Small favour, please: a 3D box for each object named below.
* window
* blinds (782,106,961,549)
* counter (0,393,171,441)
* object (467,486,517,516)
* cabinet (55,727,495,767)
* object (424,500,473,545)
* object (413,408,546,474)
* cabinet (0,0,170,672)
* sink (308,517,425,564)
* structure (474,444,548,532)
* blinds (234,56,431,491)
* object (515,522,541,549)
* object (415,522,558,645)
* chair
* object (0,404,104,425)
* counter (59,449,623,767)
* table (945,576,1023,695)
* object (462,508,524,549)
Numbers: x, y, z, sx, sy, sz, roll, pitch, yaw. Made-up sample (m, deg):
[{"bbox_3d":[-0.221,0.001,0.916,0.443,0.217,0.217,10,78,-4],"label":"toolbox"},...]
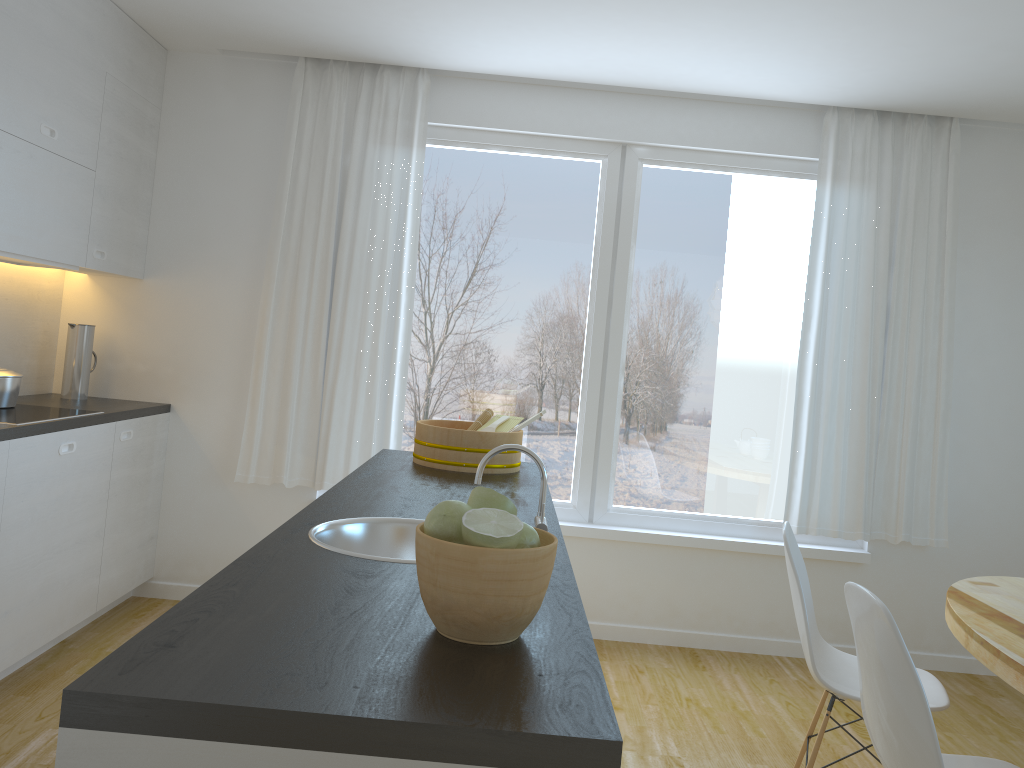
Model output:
[{"bbox_3d":[0.480,-0.261,4.490,2.726,1.921,0.088,5,-2,0],"label":"window"},{"bbox_3d":[1.808,-0.314,4.302,0.795,2.163,0.150,5,-2,0],"label":"blinds"},{"bbox_3d":[-1.981,0.125,3.368,0.600,0.040,2.000,5,2,0],"label":"counter"},{"bbox_3d":[-0.031,0.191,1.343,0.077,0.072,0.074,5,0,25],"label":"object"},{"bbox_3d":[-0.230,0.806,2.130,0.600,0.910,2.400,5,1,0],"label":"cabinet"},{"bbox_3d":[-0.083,0.217,1.285,0.087,0.099,0.102,5,0,21],"label":"object"},{"bbox_3d":[-0.138,0.179,3.123,0.379,0.214,0.428,6,1,28],"label":"object"},{"bbox_3d":[-1.889,-0.168,2.779,0.481,2.303,3.200,5,1,0],"label":"cabinet"},{"bbox_3d":[-0.224,0.394,1.827,0.405,0.157,0.403,7,2,42],"label":"sink"},{"bbox_3d":[0.000,0.234,1.805,0.162,0.215,0.097,5,-1,0],"label":"structure"},{"bbox_3d":[-0.846,-0.561,4.301,0.795,2.163,0.150,5,-2,0],"label":"blinds"},{"bbox_3d":[-0.003,0.240,1.286,0.081,0.085,0.098,5,0,-35],"label":"object"},{"bbox_3d":[-0.042,0.284,1.273,0.204,0.142,0.206,5,1,-39],"label":"object"},{"bbox_3d":[1.062,0.912,2.691,0.524,0.903,0.428,5,-1,20],"label":"chair"},{"bbox_3d":[-1.983,0.107,3.373,0.562,0.013,0.654,5,2,0],"label":"object"},{"bbox_3d":[-0.186,0.333,2.143,0.600,0.040,2.400,5,2,0],"label":"counter"},{"bbox_3d":[1.777,1.087,2.048,1.193,0.726,2.190,5,2,-2],"label":"table"},{"bbox_3d":[-0.028,0.210,1.214,0.086,0.065,0.084,5,1,12],"label":"object"}]
